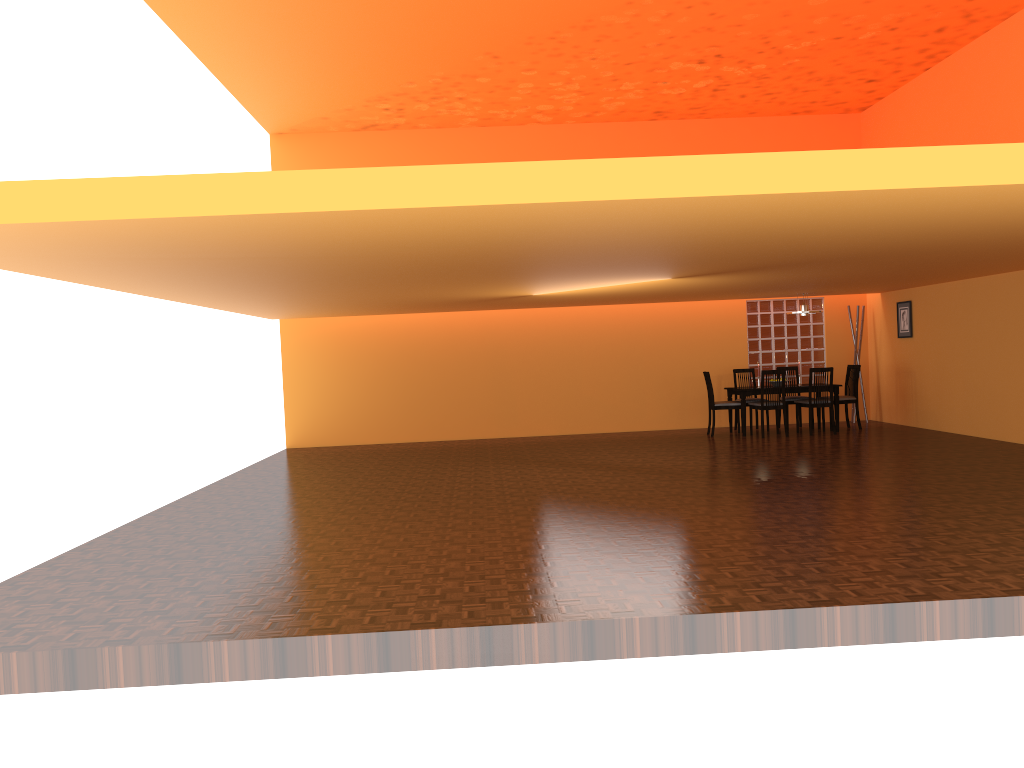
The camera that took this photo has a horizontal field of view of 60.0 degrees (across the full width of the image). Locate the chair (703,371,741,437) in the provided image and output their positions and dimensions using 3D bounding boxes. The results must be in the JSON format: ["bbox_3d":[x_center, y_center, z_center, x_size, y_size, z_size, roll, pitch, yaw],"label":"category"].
[{"bbox_3d":[2.641,0.239,11.053,0.465,0.809,0.373,-3,2,3],"label":"chair"}]

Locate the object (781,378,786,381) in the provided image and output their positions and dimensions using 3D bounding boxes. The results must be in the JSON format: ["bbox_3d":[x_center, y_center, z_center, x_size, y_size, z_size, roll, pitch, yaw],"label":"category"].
[{"bbox_3d":[3.384,-0.046,11.059,0.069,0.066,0.069,-2,2,8],"label":"object"}]

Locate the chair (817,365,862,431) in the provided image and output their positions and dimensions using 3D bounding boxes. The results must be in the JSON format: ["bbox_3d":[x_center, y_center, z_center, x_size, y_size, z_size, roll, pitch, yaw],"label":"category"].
[{"bbox_3d":[4.101,0.172,11.096,0.465,0.809,0.373,-3,2,-7],"label":"chair"}]

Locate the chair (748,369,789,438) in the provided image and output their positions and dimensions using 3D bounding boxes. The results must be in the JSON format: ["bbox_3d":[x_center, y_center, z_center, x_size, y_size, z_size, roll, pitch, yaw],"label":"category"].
[{"bbox_3d":[3.095,0.230,10.687,0.373,0.809,0.465,-3,2,-2],"label":"chair"}]

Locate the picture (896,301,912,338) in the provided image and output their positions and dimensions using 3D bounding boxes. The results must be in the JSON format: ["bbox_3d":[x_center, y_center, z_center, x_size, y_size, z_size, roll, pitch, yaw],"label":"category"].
[{"bbox_3d":[4.902,-0.803,11.081,0.014,0.456,0.361,-3,2,-2],"label":"picture"}]

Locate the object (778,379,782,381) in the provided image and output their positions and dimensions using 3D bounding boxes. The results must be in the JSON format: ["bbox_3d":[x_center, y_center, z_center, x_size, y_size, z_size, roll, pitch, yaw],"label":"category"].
[{"bbox_3d":[3.334,-0.028,10.998,0.066,0.070,0.055,-3,2,-21],"label":"object"}]

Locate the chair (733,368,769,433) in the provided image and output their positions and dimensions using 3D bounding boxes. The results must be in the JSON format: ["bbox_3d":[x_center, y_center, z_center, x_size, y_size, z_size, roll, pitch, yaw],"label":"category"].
[{"bbox_3d":[3.068,0.208,11.453,0.373,0.809,0.465,-3,2,-2],"label":"chair"}]

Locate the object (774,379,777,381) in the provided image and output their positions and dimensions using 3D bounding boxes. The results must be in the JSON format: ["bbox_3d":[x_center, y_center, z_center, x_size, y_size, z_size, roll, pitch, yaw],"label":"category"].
[{"bbox_3d":[3.284,-0.022,11.084,0.087,0.076,0.089,-2,2,4],"label":"object"}]

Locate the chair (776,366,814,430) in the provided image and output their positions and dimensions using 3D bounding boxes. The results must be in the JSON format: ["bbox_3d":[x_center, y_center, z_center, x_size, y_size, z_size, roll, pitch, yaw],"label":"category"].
[{"bbox_3d":[3.644,0.181,11.473,0.373,0.809,0.465,-3,2,-2],"label":"chair"}]

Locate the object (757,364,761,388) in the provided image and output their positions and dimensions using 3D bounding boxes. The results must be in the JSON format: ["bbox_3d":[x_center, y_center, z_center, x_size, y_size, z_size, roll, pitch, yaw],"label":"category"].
[{"bbox_3d":[3.049,-0.119,10.960,0.044,0.326,0.044,-3,2,-13],"label":"object"}]

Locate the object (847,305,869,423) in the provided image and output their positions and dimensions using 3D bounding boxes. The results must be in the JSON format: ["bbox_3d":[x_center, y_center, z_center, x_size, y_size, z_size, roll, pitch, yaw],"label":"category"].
[{"bbox_3d":[4.647,-0.265,11.901,0.226,1.589,0.308,-2,2,20],"label":"object"}]

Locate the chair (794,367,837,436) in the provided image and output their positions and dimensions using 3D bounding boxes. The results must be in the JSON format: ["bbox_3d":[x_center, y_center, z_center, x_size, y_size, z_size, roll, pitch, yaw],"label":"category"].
[{"bbox_3d":[3.671,0.203,10.708,0.373,0.809,0.465,-3,2,-2],"label":"chair"}]

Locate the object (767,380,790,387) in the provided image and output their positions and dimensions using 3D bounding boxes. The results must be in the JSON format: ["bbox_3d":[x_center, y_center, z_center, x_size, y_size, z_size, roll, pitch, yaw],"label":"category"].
[{"bbox_3d":[3.313,-0.007,11.055,0.337,0.072,0.337,-4,2,-36],"label":"object"}]

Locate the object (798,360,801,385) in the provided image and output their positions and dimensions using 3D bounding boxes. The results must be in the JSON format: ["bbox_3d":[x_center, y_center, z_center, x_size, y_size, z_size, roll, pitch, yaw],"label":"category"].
[{"bbox_3d":[3.587,-0.147,11.064,0.044,0.326,0.044,-3,2,-13],"label":"object"}]

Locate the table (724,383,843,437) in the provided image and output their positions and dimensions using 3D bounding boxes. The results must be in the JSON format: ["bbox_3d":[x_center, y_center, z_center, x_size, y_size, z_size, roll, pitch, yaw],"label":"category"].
[{"bbox_3d":[3.369,0.319,11.054,1.259,0.584,0.697,-3,2,-2],"label":"table"}]

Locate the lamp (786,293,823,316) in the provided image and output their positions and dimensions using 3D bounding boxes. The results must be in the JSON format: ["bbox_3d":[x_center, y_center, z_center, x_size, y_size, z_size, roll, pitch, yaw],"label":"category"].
[{"bbox_3d":[3.629,-0.987,11.025,0.435,0.274,0.435,-2,2,20],"label":"lamp"}]
